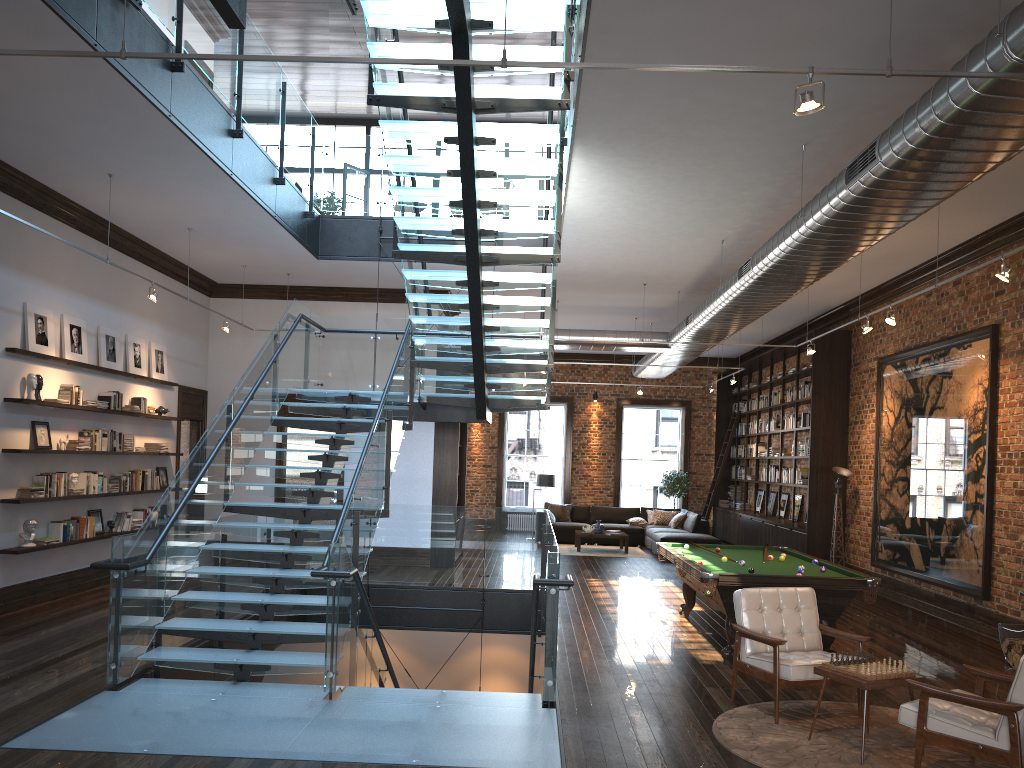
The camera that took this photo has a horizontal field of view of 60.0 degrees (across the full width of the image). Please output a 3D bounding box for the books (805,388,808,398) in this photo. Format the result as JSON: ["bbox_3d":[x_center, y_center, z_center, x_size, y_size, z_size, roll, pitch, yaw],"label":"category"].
[{"bbox_3d":[5.293,0.171,15.687,0.190,0.202,0.027,2,0,1],"label":"books"}]

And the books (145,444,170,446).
[{"bbox_3d":[-4.885,0.841,12.209,0.193,0.007,0.347,2,-5,3],"label":"books"}]

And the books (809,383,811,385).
[{"bbox_3d":[5.320,0.131,15.666,0.153,0.279,0.013,2,0,1],"label":"books"}]

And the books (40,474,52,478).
[{"bbox_3d":[-4.984,1.088,9.483,0.128,0.240,0.012,2,0,1],"label":"books"}]

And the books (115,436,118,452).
[{"bbox_3d":[-4.935,0.736,10.941,0.130,0.191,0.024,2,0,1],"label":"books"}]

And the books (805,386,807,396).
[{"bbox_3d":[5.299,0.158,15.738,0.172,0.236,0.025,2,0,1],"label":"books"}]

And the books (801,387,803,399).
[{"bbox_3d":[5.301,0.176,15.981,0.184,0.242,0.030,2,0,1],"label":"books"}]

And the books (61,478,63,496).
[{"bbox_3d":[-4.983,1.128,9.694,0.128,0.197,0.031,2,0,1],"label":"books"}]

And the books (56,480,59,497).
[{"bbox_3d":[-4.982,1.129,9.607,0.142,0.179,0.013,2,0,1],"label":"books"}]

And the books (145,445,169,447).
[{"bbox_3d":[-4.886,0.856,12.209,0.193,0.007,0.347,2,-5,3],"label":"books"}]

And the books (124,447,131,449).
[{"bbox_3d":[-4.939,0.807,11.217,0.142,0.011,0.255,2,-5,1],"label":"books"}]

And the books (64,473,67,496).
[{"bbox_3d":[-4.985,1.109,9.788,0.141,0.252,0.012,2,0,1],"label":"books"}]

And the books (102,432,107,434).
[{"bbox_3d":[-4.941,0.688,10.646,0.150,0.236,0.026,2,0,1],"label":"books"}]

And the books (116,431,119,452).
[{"bbox_3d":[-4.936,0.706,10.969,0.143,0.257,0.049,2,0,1],"label":"books"}]

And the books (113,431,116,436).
[{"bbox_3d":[-4.941,0.704,10.918,0.115,0.252,0.022,2,0,1],"label":"books"}]

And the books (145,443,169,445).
[{"bbox_3d":[-4.885,0.826,12.209,0.193,0.007,0.347,2,-5,-1],"label":"books"}]

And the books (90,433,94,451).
[{"bbox_3d":[-4.941,0.670,10.306,0.153,0.212,0.005,2,0,1],"label":"books"}]

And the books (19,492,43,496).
[{"bbox_3d":[-4.997,1.142,9.222,0.154,0.028,0.191,2,-5,-4],"label":"books"}]

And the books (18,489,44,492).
[{"bbox_3d":[-4.991,1.101,9.202,0.143,0.028,0.219,1,-5,6],"label":"books"}]

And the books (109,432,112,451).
[{"bbox_3d":[-4.930,0.697,10.738,0.163,0.235,0.025,2,0,1],"label":"books"}]

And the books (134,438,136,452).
[{"bbox_3d":[-4.928,0.784,11.431,0.140,0.181,0.030,2,0,1],"label":"books"}]

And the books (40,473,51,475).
[{"bbox_3d":[-4.998,1.083,9.494,0.114,0.252,0.011,2,0,1],"label":"books"}]

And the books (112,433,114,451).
[{"bbox_3d":[-4.936,0.711,10.822,0.152,0.221,0.014,2,0,1],"label":"books"}]

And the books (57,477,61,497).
[{"bbox_3d":[-4.981,1.116,9.631,0.150,0.210,0.035,2,0,1],"label":"books"}]

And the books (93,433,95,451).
[{"bbox_3d":[-4.933,0.673,10.324,0.157,0.208,0.005,2,0,1],"label":"books"}]

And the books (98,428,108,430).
[{"bbox_3d":[-4.953,0.674,10.719,0.118,0.276,0.014,2,0,1],"label":"books"}]

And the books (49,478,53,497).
[{"bbox_3d":[-4.979,1.105,9.457,0.156,0.202,0.013,2,0,1],"label":"books"}]

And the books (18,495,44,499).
[{"bbox_3d":[-4.995,1.169,9.216,0.143,0.028,0.235,2,-5,1],"label":"books"}]

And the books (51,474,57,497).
[{"bbox_3d":[-4.975,1.092,9.546,0.139,0.243,0.015,2,0,1],"label":"books"}]

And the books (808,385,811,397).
[{"bbox_3d":[5.302,0.141,15.611,0.165,0.257,0.100,2,-1,1],"label":"books"}]

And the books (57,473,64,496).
[{"bbox_3d":[-4.986,1.103,9.723,0.130,0.252,0.027,2,0,1],"label":"books"}]

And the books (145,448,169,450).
[{"bbox_3d":[-4.887,0.893,12.206,0.193,0.007,0.347,2,-5,-1],"label":"books"}]

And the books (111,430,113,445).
[{"bbox_3d":[-4.937,0.686,10.785,0.158,0.265,0.011,2,0,1],"label":"books"}]

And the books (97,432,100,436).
[{"bbox_3d":[-4.942,0.677,10.448,0.159,0.223,0.006,2,0,1],"label":"books"}]

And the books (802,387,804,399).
[{"bbox_3d":[5.309,0.179,15.952,0.168,0.231,0.028,2,0,1],"label":"books"}]

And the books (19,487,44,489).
[{"bbox_3d":[-4.993,1.082,9.220,0.135,0.014,0.216,2,-5,1],"label":"books"}]

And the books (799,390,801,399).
[{"bbox_3d":[5.295,0.211,16.038,0.190,0.182,0.025,2,0,1],"label":"books"}]

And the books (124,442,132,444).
[{"bbox_3d":[-4.935,0.743,11.216,0.142,0.011,0.255,2,-5,2],"label":"books"}]

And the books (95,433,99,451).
[{"bbox_3d":[-4.928,0.677,10.406,0.166,0.215,0.013,2,0,1],"label":"books"}]

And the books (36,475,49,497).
[{"bbox_3d":[-4.983,1.083,9.403,0.134,0.236,0.013,2,0,1],"label":"books"}]

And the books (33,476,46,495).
[{"bbox_3d":[-5.000,1.085,9.373,0.125,0.226,0.048,2,0,1],"label":"books"}]

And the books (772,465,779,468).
[{"bbox_3d":[5.313,1.798,17.795,0.182,0.335,0.015,2,0,1],"label":"books"}]

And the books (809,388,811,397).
[{"bbox_3d":[5.288,0.143,15.488,0.169,0.232,0.146,2,-1,1],"label":"books"}]

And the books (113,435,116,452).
[{"bbox_3d":[-4.931,0.722,10.874,0.135,0.209,0.066,2,-1,1],"label":"books"}]

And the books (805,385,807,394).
[{"bbox_3d":[5.299,0.147,15.758,0.168,0.262,0.016,2,0,1],"label":"books"}]

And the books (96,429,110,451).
[{"bbox_3d":[-4.937,0.680,10.699,0.158,0.262,0.026,2,0,1],"label":"books"}]

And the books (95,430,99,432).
[{"bbox_3d":[-4.944,0.664,10.454,0.146,0.248,0.006,2,0,1],"label":"books"}]

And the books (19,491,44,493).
[{"bbox_3d":[-4.992,1.122,9.215,0.159,0.011,0.184,2,-5,1],"label":"books"}]

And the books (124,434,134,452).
[{"bbox_3d":[-4.917,0.758,11.373,0.142,0.224,0.012,2,0,1],"label":"books"}]

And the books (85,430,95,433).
[{"bbox_3d":[-4.949,0.659,10.365,0.138,0.243,0.005,2,0,1],"label":"books"}]

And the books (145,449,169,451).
[{"bbox_3d":[-4.882,0.908,12.204,0.195,0.008,0.309,1,-5,5],"label":"books"}]

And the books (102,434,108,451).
[{"bbox_3d":[-4.921,0.697,10.580,0.184,0.209,0.064,2,0,1],"label":"books"}]

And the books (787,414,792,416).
[{"bbox_3d":[5.316,0.729,16.885,0.152,0.307,0.016,2,0,1],"label":"books"}]

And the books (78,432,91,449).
[{"bbox_3d":[-4.959,0.667,10.285,0.142,0.213,0.005,2,0,1],"label":"books"}]

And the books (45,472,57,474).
[{"bbox_3d":[-4.994,1.088,9.593,0.127,0.258,0.015,2,0,1],"label":"books"}]

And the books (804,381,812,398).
[{"bbox_3d":[5.298,0.116,15.809,0.180,0.332,0.016,2,0,1],"label":"books"}]

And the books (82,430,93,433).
[{"bbox_3d":[-4.959,0.662,10.352,0.132,0.235,0.009,2,0,1],"label":"books"}]

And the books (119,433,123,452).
[{"bbox_3d":[-4.923,0.719,11.004,0.169,0.237,0.021,2,0,1],"label":"books"}]

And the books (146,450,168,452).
[{"bbox_3d":[-4.883,0.923,12.204,0.195,0.008,0.309,2,-5,-3],"label":"books"}]

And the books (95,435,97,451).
[{"bbox_3d":[-4.931,0.685,10.359,0.160,0.191,0.006,2,0,1],"label":"books"}]
